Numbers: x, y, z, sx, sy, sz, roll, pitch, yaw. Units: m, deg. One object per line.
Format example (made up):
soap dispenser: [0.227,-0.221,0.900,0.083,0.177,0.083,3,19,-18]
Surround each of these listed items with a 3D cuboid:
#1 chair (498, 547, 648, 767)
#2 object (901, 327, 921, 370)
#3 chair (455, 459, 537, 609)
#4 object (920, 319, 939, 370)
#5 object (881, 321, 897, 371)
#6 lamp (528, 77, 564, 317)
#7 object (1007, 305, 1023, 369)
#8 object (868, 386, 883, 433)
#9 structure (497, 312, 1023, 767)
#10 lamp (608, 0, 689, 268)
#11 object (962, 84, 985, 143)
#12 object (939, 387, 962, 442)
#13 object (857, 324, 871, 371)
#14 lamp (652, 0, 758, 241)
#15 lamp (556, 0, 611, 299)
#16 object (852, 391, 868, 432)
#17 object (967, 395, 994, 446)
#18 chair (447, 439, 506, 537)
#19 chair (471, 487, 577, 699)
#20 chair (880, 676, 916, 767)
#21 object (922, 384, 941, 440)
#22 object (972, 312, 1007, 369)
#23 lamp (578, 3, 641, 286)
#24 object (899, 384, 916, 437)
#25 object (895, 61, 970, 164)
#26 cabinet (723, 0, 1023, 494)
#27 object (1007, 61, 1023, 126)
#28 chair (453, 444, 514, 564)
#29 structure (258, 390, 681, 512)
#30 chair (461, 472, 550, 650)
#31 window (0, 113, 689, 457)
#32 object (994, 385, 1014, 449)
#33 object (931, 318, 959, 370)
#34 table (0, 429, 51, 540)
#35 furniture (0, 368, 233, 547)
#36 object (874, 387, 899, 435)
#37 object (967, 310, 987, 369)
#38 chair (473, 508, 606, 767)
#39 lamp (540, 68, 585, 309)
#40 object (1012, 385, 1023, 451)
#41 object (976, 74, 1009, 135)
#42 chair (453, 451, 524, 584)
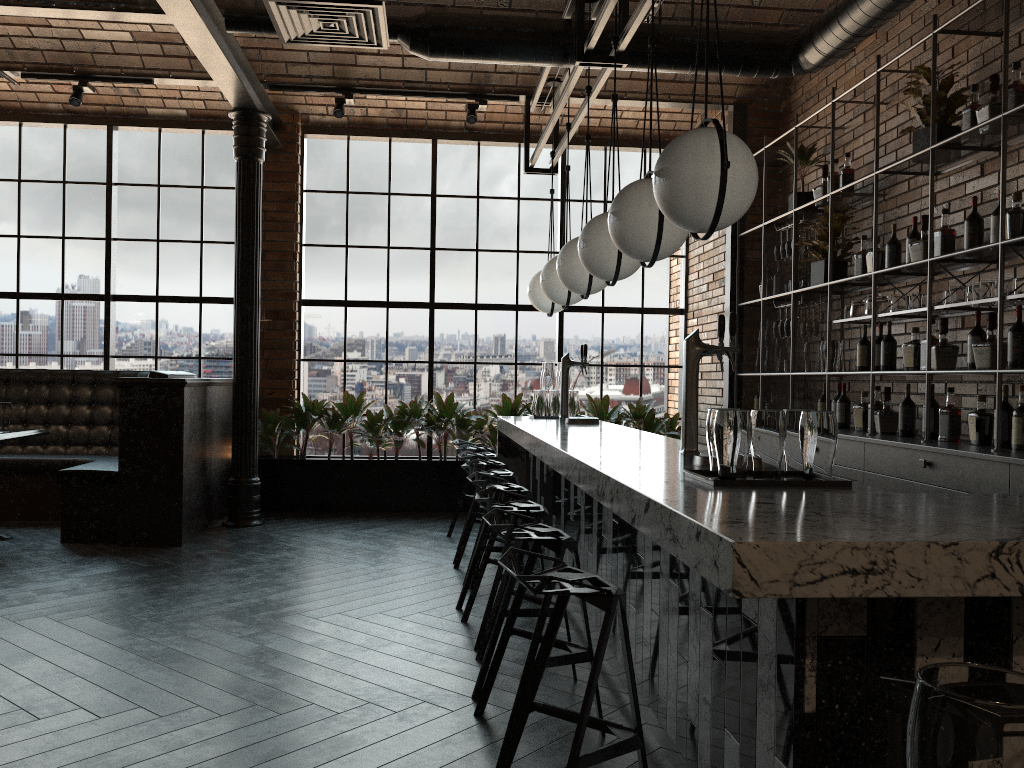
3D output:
chair: [0.179,0.806,2.230,0.414,0.737,0.475,1,0,-15]
object: [2.235,-0.190,4.916,0.094,0.248,0.151,1,0,-16]
chair: [-0.063,0.790,4.766,0.414,0.737,0.475,1,0,5]
object: [2.251,-0.208,4.763,0.083,0.282,0.083,1,0,-5]
object: [2.212,-0.218,5.204,0.086,0.297,0.086,1,0,43]
lamp: [0.296,-1.374,6.558,0.340,1.754,0.340,1,0,41]
object: [2.321,-0.212,4.064,0.086,0.299,0.086,1,0,43]
object: [2.191,0.152,5.323,0.083,0.282,0.083,1,0,-5]
structure: [1.098,0.465,4.332,1.930,1.430,5.346,1,0,-5]
lamp: [0.575,-1.355,3.640,0.340,1.754,0.340,1,0,41]
object: [2.302,-1.349,4.417,0.083,0.282,0.083,1,0,-5]
object: [2.262,0.157,4.580,0.083,0.282,0.083,1,0,-20]
object: [2.186,-0.219,5.500,0.086,0.299,0.086,1,0,43]
lamp: [0.645,-1.351,2.911,0.340,1.754,0.340,1,0,41]
lamp: [0.436,-1.365,5.099,0.340,1.754,0.340,1,0,41]
object: [2.176,0.169,5.476,0.094,0.248,0.151,1,0,-16]
object: [2.286,0.177,4.321,0.094,0.248,0.151,1,0,4]
chair: [-0.226,0.779,6.473,0.414,0.737,0.475,1,0,-15]
chair: [0.057,0.798,3.511,0.414,0.737,0.475,1,0,0]
chair: [0.788,0.819,1.483,0.475,0.737,0.414,1,0,0]
object: [2.253,0.148,4.763,0.086,0.298,0.086,1,0,43]
object: [2.288,-0.202,4.231,0.123,0.279,0.123,1,0,-17]
lamp: [0.505,-1.360,4.370,0.340,1.754,0.340,1,0,41]
object: [2.203,0.146,4.940,0.086,0.297,0.086,1,0,28]
object: [2.303,-1.472,4.809,0.430,0.526,0.425,1,0,-3]
cabinet: [2.120,-0.637,5.794,0.564,3.779,7.075,1,0,-5]
object: [2.332,-1.347,4.106,0.083,0.282,0.083,1,0,-20]
chair: [-0.172,0.783,5.905,0.414,0.737,0.475,1,0,0]
structure: [-0.316,0.603,8.064,4.107,1.072,0.757,1,0,-7]
chair: [-0.002,0.794,4.128,0.414,0.737,0.475,1,0,-10]
window: [-6.359,-0.834,7.872,16.179,3.253,0.168,1,0,-5]
object: [2.316,0.153,4.168,0.086,0.298,0.086,1,0,43]
object: [2.250,-0.204,4.624,0.123,0.279,0.123,1,0,8]
table: [-3.877,0.711,6.216,0.872,0.758,0.872,1,0,-5]
furniture: [-5.034,0.462,6.779,5.451,1.212,1.979,1,0,-5]
object: [2.191,0.155,5.184,0.123,0.279,0.123,1,0,8]
object: [2.296,-0.213,4.373,0.086,0.298,0.086,1,0,43]
chair: [0.113,0.801,2.930,0.414,0.737,0.475,1,0,-10]
lamp: [0.366,-1.369,5.829,0.340,1.754,0.340,1,0,41]
object: [2.316,0.154,4.022,0.080,0.299,0.080,1,0,-3]
object: [2.318,-1.346,4.263,0.123,0.279,0.123,1,0,-2]
chair: [-0.118,0.786,5.344,0.414,0.737,0.475,1,0,-10]
